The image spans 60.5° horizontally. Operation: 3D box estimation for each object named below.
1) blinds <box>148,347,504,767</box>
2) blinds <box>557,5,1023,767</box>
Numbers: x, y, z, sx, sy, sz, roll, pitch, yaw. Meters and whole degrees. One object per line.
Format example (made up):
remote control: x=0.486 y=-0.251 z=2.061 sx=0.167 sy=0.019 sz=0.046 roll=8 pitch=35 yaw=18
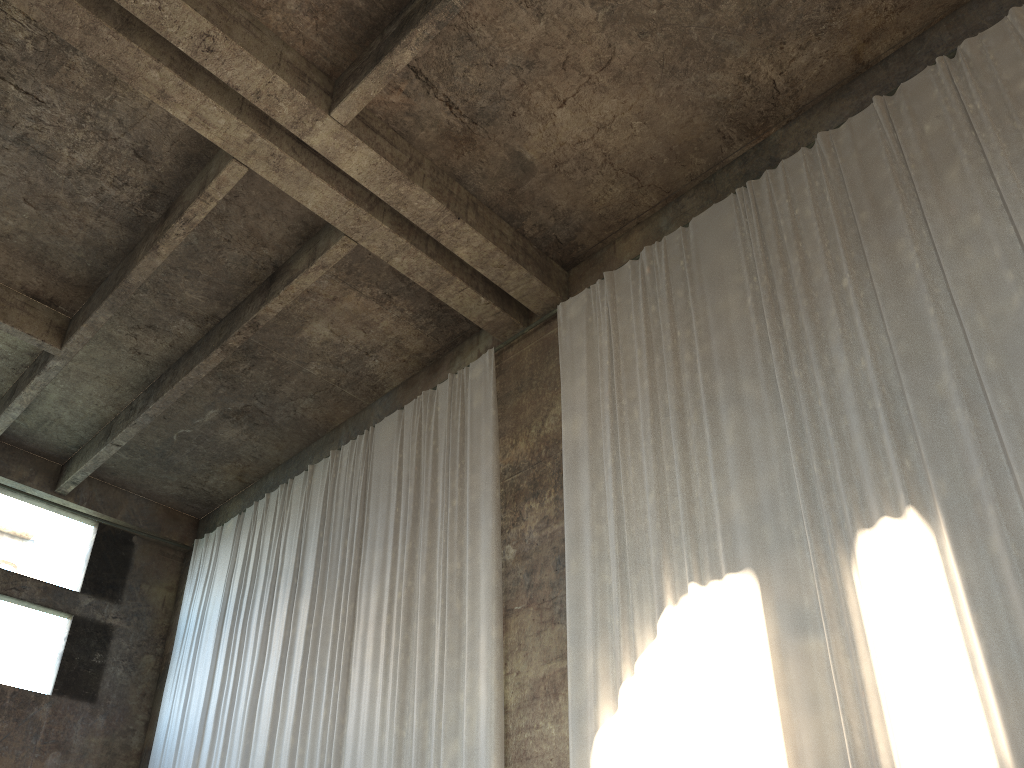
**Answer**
blinds: x=-2.962 y=4.569 z=11.432 sx=8.056 sy=8.119 sz=0.284 roll=-29 pitch=-43 yaw=35
blinds: x=3.294 y=0.794 z=6.269 sx=0.283 sy=8.119 sz=8.074 roll=27 pitch=-43 yaw=-35
